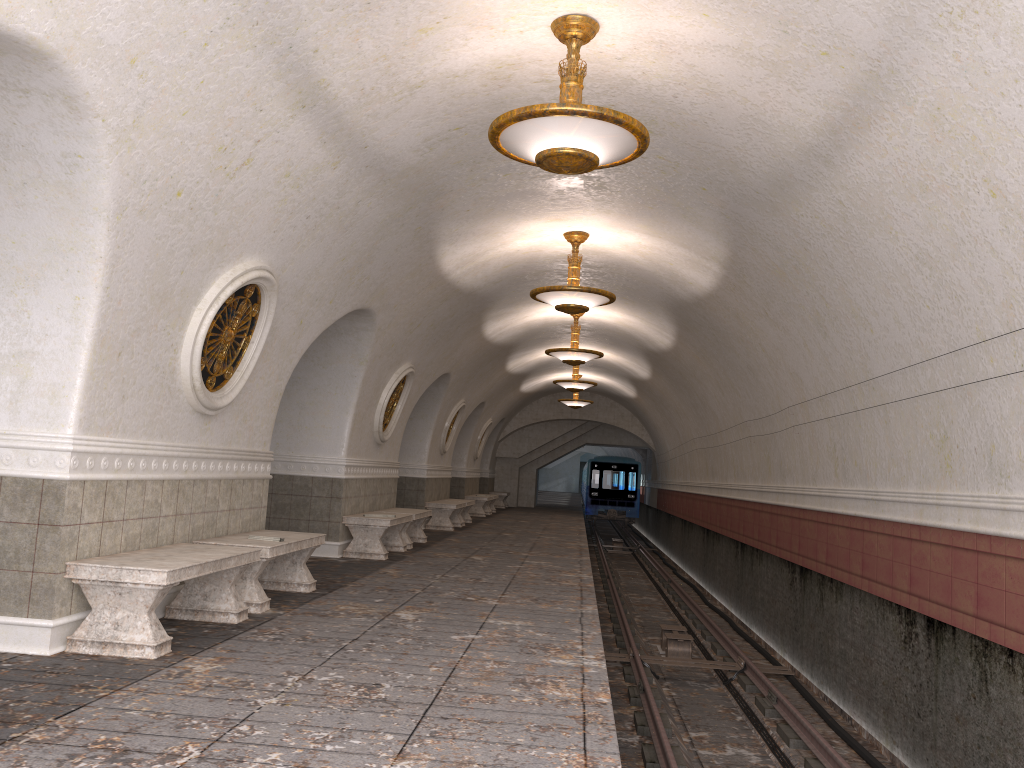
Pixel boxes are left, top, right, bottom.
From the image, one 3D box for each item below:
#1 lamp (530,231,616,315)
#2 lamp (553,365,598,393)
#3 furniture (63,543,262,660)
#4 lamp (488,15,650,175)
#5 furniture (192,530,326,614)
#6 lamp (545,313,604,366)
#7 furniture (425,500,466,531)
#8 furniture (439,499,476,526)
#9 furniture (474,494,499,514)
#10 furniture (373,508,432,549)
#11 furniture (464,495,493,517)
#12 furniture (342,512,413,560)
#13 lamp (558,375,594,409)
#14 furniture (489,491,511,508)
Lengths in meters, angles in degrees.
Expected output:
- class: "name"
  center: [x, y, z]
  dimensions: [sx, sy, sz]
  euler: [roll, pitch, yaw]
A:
- class: "lamp"
  center: [0.727, -1.281, 10.396]
  dimensions: [1.008, 0.955, 1.008]
  euler: [5, -6, -11]
- class: "lamp"
  center: [1.436, -0.274, 19.975]
  dimensions: [1.008, 0.955, 1.008]
  euler: [2, -6, 20]
- class: "furniture"
  center: [-2.209, 1.363, 5.756]
  dimensions: [0.613, 0.508, 1.509]
  euler: [3, -6, 5]
- class: "lamp"
  center: [0.369, -1.788, 5.573]
  dimensions: [1.008, 0.955, 1.008]
  euler: [5, -6, -11]
- class: "furniture"
  center: [-2.086, 1.539, 7.424]
  dimensions: [0.613, 0.508, 1.509]
  euler: [3, -6, 5]
- class: "lamp"
  center: [1.081, -0.777, 15.186]
  dimensions: [1.008, 0.955, 1.008]
  euler: [2, -6, 20]
- class: "furniture"
  center: [-1.325, 2.618, 17.687]
  dimensions: [0.613, 0.508, 1.509]
  euler: [3, -6, 5]
- class: "furniture"
  center: [-1.202, 2.793, 19.355]
  dimensions: [0.613, 0.508, 1.509]
  euler: [3, -6, 5]
- class: "furniture"
  center: [-0.764, 3.415, 25.269]
  dimensions: [0.613, 0.508, 1.509]
  euler: [3, -6, 5]
- class: "furniture"
  center: [-1.644, 2.165, 13.383]
  dimensions: [0.613, 0.508, 1.509]
  euler: [3, -6, 5]
- class: "furniture"
  center: [-0.887, 3.239, 23.601]
  dimensions: [0.613, 0.508, 1.509]
  euler: [3, -6, 5]
- class: "furniture"
  center: [-1.768, 1.990, 11.716]
  dimensions: [0.613, 0.508, 1.509]
  euler: [3, -6, 5]
- class: "lamp"
  center: [1.791, 0.230, 24.765]
  dimensions: [1.008, 0.955, 1.008]
  euler: [8, -7, -39]
- class: "furniture"
  center: [-0.424, 3.896, 29.852]
  dimensions: [0.613, 0.508, 1.509]
  euler: [3, -6, 5]
